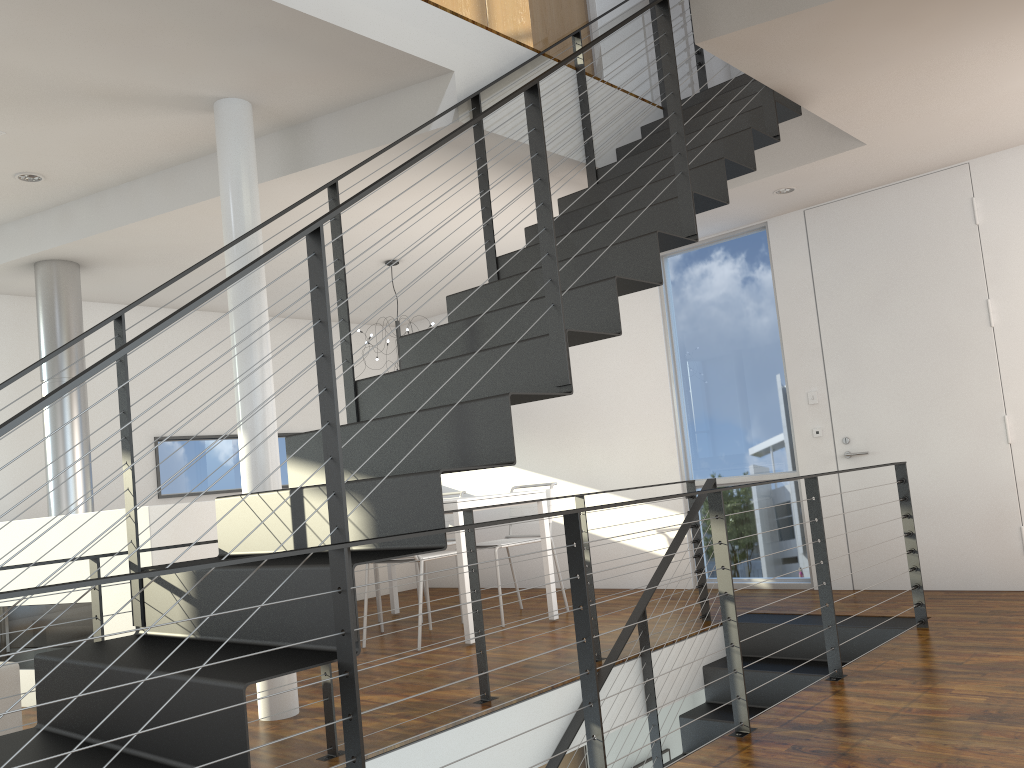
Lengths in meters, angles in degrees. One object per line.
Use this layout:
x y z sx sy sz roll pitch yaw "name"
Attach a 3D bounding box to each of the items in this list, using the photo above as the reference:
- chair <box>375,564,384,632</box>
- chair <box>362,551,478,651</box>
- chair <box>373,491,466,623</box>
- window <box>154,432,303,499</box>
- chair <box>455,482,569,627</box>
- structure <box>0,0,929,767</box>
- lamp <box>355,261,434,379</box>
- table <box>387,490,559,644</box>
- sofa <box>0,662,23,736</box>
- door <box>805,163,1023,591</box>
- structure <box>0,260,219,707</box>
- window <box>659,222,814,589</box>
-1.110 1.093 5.144 0.555 0.763 0.429 -1 -7 -43 "chair"
-0.529 0.993 4.774 0.429 0.763 0.555 -10 -7 38 "chair"
-0.567 1.102 5.719 0.429 0.763 0.555 -10 -7 36 "chair"
-1.717 0.578 6.628 0.165 0.407 2.024 -10 -8 41 "window"
-0.004 0.995 5.265 0.555 0.763 0.429 -1 -7 -42 "chair"
0.160 0.622 2.876 1.096 6.283 4.361 -10 -7 41 "structure"
-0.691 -0.385 5.372 0.618 0.724 0.591 -3 -6 -27 "lamp"
-0.524 1.052 5.184 1.403 0.718 0.700 -11 -8 41 "table"
-2.405 1.028 2.529 0.803 0.564 1.612 -9 -7 26 "sofa"
2.120 0.008 4.751 0.883 2.180 0.077 -10 -7 41 "door"
-2.622 0.473 4.673 2.754 2.201 0.751 -8 -6 25 "structure"
1.395 0.171 5.531 0.837 2.207 0.115 -10 -7 41 "window"
